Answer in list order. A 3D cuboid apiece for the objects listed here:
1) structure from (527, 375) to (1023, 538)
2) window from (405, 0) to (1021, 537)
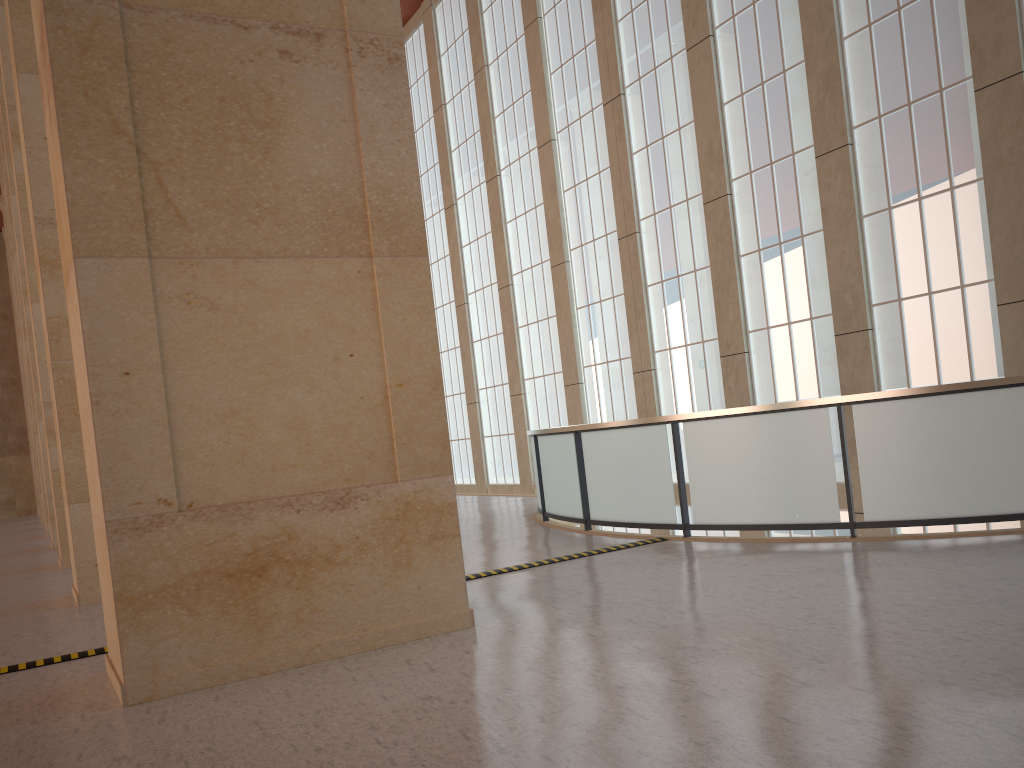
[{"bbox_3d":[4.038,1.246,14.494,5.227,1.795,13.131,-4,-4,-40],"label":"structure"},{"bbox_3d":[-24.502,5.387,73.605,0.010,28.654,165.501,-7,-2,-29],"label":"window"}]
